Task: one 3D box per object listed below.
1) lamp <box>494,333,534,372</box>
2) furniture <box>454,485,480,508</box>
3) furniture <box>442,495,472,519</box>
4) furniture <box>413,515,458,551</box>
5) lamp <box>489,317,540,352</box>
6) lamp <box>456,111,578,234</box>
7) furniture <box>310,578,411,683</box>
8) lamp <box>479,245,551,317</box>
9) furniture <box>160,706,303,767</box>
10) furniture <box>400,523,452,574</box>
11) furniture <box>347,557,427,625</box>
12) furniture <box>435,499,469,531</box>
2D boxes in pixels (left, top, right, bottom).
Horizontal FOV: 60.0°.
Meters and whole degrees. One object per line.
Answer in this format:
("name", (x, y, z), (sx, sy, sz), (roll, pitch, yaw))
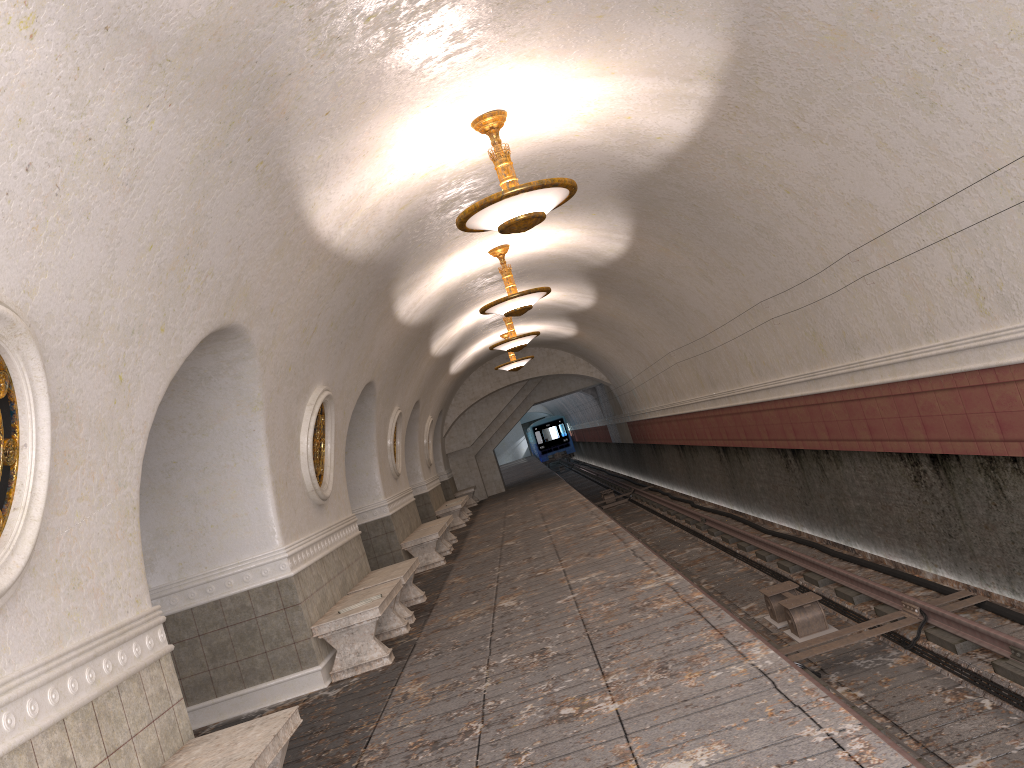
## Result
("lamp", (-0.022, -0.760, 21.517), (1.008, 0.955, 1.008), (-14, -5, -45))
("furniture", (-1.328, 3.405, 26.535), (0.613, 0.508, 1.509), (-17, -3, -1))
("furniture", (-1.334, 3.118, 21.923), (0.613, 0.508, 1.509), (-17, -3, -1))
("furniture", (-1.342, 2.748, 15.972), (0.613, 0.508, 1.509), (-17, -3, -1))
("lamp", (-0.028, -1.059, 16.696), (1.008, 0.955, 1.008), (-18, -4, 15))
("lamp", (-0.041, -1.659, 7.057), (1.008, 0.955, 1.008), (-16, -4, -17))
("furniture", (-1.352, 2.270, 8.284), (0.613, 0.508, 1.509), (-17, -3, -1))
("lamp", (-0.035, -1.359, 11.878), (1.008, 0.955, 1.008), (-18, -4, 15))
("furniture", (-1.358, 2.001, 3.965), (0.613, 0.508, 1.509), (-17, -3, -1))
("furniture", (-1.344, 2.644, 14.293), (0.613, 0.508, 1.509), (-17, -3, -1))
("furniture", (-1.350, 2.374, 9.962), (0.613, 0.508, 1.509), (-17, -3, -1))
("furniture", (-1.336, 3.014, 20.244), (0.613, 0.508, 1.509), (-17, -3, -1))
